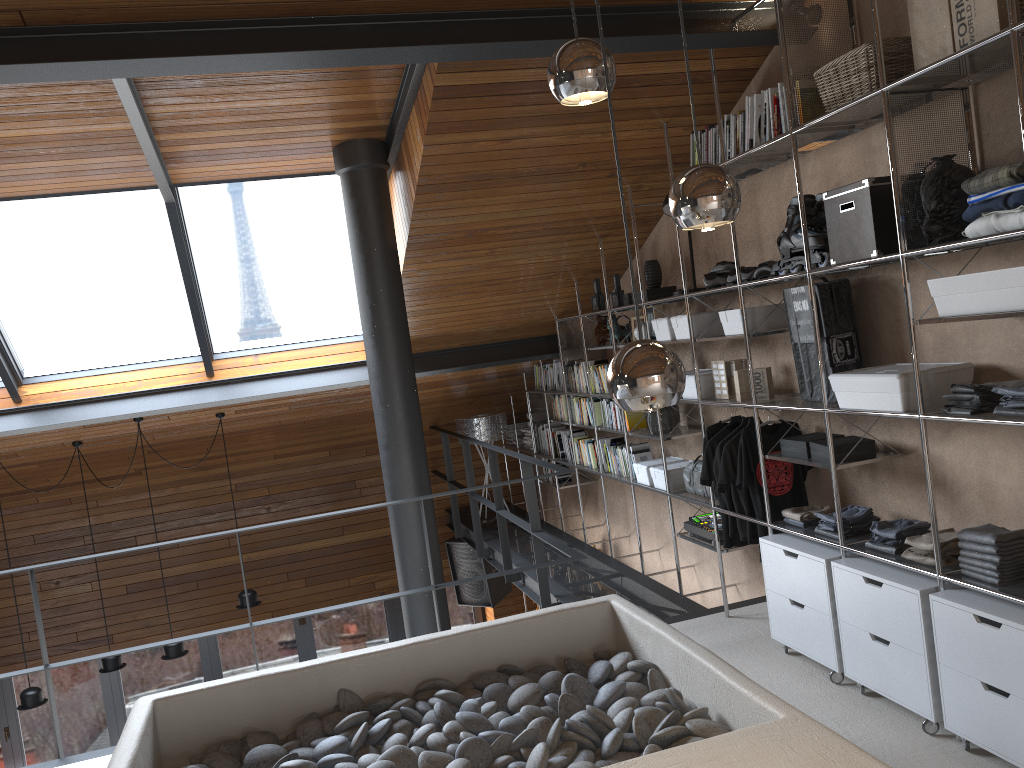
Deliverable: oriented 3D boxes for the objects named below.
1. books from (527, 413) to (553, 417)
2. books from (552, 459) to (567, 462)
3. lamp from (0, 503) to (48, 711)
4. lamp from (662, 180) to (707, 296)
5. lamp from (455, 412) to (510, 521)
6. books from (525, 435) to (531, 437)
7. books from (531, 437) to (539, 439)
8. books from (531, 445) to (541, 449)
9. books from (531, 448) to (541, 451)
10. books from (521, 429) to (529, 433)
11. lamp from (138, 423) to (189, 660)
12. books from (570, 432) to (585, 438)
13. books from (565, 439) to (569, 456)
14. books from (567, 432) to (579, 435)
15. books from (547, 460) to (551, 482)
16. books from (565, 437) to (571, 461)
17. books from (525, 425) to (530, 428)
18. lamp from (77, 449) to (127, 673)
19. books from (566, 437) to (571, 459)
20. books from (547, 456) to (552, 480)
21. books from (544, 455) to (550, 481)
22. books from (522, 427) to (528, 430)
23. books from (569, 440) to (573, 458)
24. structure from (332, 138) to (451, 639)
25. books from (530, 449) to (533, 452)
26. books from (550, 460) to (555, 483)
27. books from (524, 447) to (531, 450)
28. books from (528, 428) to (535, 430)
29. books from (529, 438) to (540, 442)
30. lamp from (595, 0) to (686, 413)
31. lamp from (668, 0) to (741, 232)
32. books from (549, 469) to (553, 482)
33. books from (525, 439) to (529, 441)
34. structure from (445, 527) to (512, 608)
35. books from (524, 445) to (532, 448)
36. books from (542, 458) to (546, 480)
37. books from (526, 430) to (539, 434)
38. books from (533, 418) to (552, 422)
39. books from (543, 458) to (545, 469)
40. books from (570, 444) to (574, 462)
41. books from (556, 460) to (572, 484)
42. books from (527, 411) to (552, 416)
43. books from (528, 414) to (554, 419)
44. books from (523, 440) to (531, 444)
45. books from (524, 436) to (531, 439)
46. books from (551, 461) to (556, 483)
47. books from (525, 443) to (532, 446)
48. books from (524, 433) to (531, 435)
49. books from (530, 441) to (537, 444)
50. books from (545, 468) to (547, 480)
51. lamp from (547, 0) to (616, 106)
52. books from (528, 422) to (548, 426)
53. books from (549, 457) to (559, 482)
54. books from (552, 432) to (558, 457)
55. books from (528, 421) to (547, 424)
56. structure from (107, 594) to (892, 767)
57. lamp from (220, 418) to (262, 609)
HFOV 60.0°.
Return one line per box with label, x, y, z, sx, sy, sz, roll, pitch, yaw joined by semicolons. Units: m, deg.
books;0.270;0.282;8.224;0.228;0.016;0.182;-8;3;-15
books;0.436;0.757;7.765;0.137;0.216;0.049;-8;3;-15
lamp;-3.762;1.417;6.661;0.210;2.034;0.210;-7;3;23
lamp;0.977;-0.835;5.041;0.233;0.660;0.322;-6;3;38
lamp;-0.227;0.792;8.327;0.475;1.002;0.475;-7;3;9
books;0.257;0.481;8.505;0.213;0.017;0.167;-9;3;-20
books;0.304;0.480;8.223;0.222;0.012;0.160;-9;3;-21
books;0.313;0.568;8.221;0.239;0.021;0.174;-8;3;-9
books;0.315;0.587;8.217;0.247;0.016;0.182;-8;3;-15
books;0.234;0.427;8.500;0.268;0.025;0.176;-8;3;-15
lamp;-2.808;1.209;7.005;0.210;1.911;0.210;-7;3;23
books;0.549;0.513;7.168;0.122;0.230;0.057;-8;3;-15
books;0.515;0.524;7.337;0.127;0.200;0.046;-8;3;-15
books;0.533;0.513;7.331;0.164;0.217;0.048;-8;3;-15
books;0.379;0.766;7.912;0.111;0.198;0.008;-8;3;-15
books;0.515;0.526;7.295;0.127;0.200;0.046;-8;3;-15
books;0.240;0.393;8.507;0.206;0.012;0.161;-8;3;-15
lamp;-3.390;1.326;7.186;0.210;2.002;0.210;-7;3;23
books;0.525;0.525;7.286;0.127;0.200;0.046;-8;3;-15
books;0.380;0.749;7.926;0.122;0.230;0.017;-8;3;-15
books;0.381;0.749;8.003;0.161;0.223;0.017;-8;3;-15
books;0.226;0.408;8.508;0.231;0.012;0.159;-8;3;-10
books;0.539;0.535;7.223;0.117;0.182;0.044;-8;3;-15
structure;-0.471;1.366;5.214;1.197;5.700;1.689;-8;3;-15
books;0.309;0.603;8.232;0.252;0.016;0.182;-8;3;-9
books;0.416;0.762;7.848;0.123;0.203;0.054;-8;3;-15
books;0.250;0.597;8.518;0.234;0.016;0.182;-8;3;-15
books;0.284;0.402;8.221;0.254;0.012;0.158;-8;3;-3
books;0.301;0.501;8.216;0.258;0.028;0.180;-8;3;-9
lamp;0.138;-0.825;1.611;0.146;1.771;0.146;-7;3;10
lamp;0.303;-1.044;1.786;0.146;1.474;0.146;-7;3;16
books;0.385;0.776;7.905;0.112;0.177;0.009;-8;3;-15
books;0.257;0.514;8.491;0.234;0.016;0.182;-8;3;-10
structure;-0.314;1.857;9.004;0.461;0.735;0.488;-6;3;35
books;0.257;0.580;8.504;0.234;0.016;0.182;-9;3;-20
books;0.346;0.763;8.055;0.127;0.201;0.011;-8;3;-15
books;0.291;0.421;8.212;0.288;0.025;0.175;-8;3;-9
books;0.298;0.322;8.215;0.234;0.028;0.180;-8;3;-15
books;0.356;0.762;8.046;0.127;0.201;0.011;-8;3;-15
books;0.536;0.539;7.211;0.112;0.176;0.039;-8;3;-15
books;0.440;0.769;7.749;0.138;0.191;0.049;-8;3;-15
books;0.271;0.265;8.235;0.228;0.016;0.182;-8;3;-15
books;0.271;0.301;8.224;0.216;0.021;0.174;-8;3;-15
books;0.249;0.538;8.505;0.240;0.028;0.180;-9;3;-25
books;0.254;0.499;8.490;0.234;0.016;0.182;-9;3;-25
books;0.421;0.758;7.819;0.133;0.218;0.051;-8;3;-15
books;0.255;0.561;8.508;0.222;0.021;0.174;-8;3;-15
books;0.246;0.467;8.510;0.206;0.012;0.161;-9;3;-25
books;0.311;0.521;8.219;0.258;0.016;0.181;-8;3;-13
books;0.356;0.777;8.033;0.119;0.172;0.014;-8;3;-15
lamp;0.074;-1.193;1.853;0.146;1.204;0.146;-7;3;16
books;0.269;0.364;8.221;0.208;0.017;0.167;-8;3;-15
books;0.417;0.754;7.868;0.155;0.215;0.055;-8;3;-15
books;0.414;0.515;7.637;0.137;0.215;0.014;-8;3;-15
books;0.279;0.346;8.209;0.228;0.016;0.182;-8;3;-15
structure;-1.405;1.207;1.774;4.614;1.120;2.634;-8;3;-15
lamp;-2.284;1.056;7.309;0.210;1.565;0.210;-7;3;23
